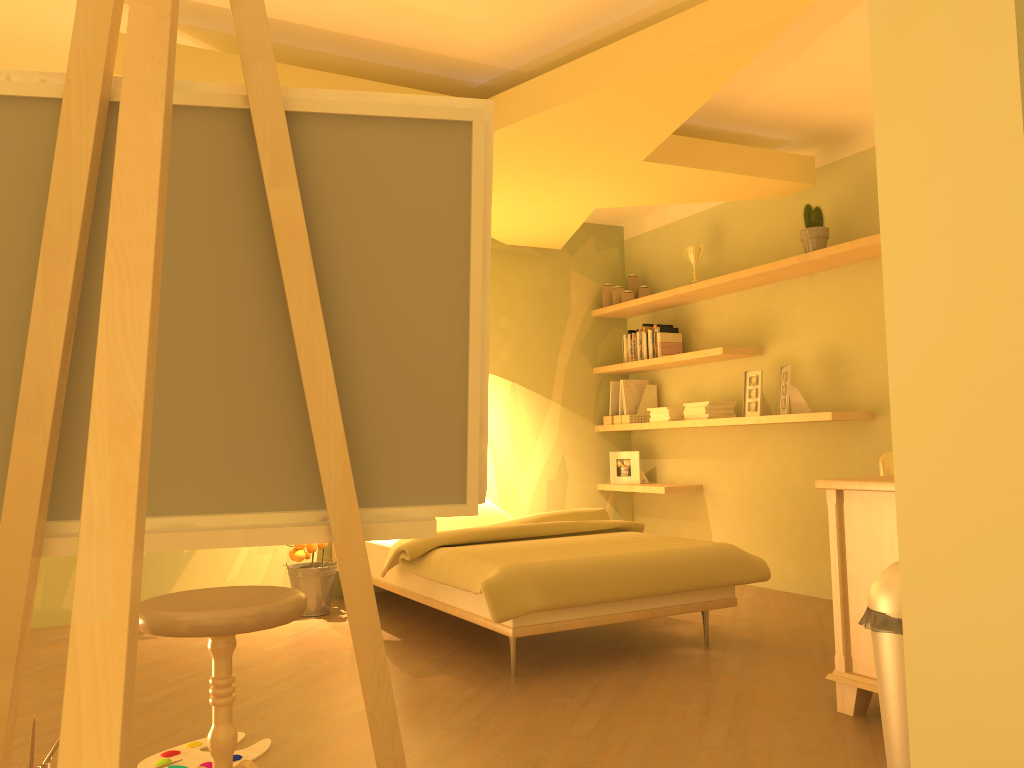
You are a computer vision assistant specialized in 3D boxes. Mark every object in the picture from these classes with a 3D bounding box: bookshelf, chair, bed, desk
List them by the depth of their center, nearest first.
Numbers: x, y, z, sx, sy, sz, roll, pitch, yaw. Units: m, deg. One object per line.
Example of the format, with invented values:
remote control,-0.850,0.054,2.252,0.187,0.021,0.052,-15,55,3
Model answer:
chair,-0.606,0.726,1.861,0.348,0.551,0.364,0,-4,-17
desk,1.745,0.644,2.828,1.396,0.720,0.684,1,-4,-28
chair,1.705,0.655,3.449,0.531,0.785,0.546,-1,-4,-8
bed,-0.068,0.714,4.369,1.286,0.894,2.378,1,-5,-28
bookshelf,1.309,0.014,5.062,0.300,1.240,2.605,1,-4,-28

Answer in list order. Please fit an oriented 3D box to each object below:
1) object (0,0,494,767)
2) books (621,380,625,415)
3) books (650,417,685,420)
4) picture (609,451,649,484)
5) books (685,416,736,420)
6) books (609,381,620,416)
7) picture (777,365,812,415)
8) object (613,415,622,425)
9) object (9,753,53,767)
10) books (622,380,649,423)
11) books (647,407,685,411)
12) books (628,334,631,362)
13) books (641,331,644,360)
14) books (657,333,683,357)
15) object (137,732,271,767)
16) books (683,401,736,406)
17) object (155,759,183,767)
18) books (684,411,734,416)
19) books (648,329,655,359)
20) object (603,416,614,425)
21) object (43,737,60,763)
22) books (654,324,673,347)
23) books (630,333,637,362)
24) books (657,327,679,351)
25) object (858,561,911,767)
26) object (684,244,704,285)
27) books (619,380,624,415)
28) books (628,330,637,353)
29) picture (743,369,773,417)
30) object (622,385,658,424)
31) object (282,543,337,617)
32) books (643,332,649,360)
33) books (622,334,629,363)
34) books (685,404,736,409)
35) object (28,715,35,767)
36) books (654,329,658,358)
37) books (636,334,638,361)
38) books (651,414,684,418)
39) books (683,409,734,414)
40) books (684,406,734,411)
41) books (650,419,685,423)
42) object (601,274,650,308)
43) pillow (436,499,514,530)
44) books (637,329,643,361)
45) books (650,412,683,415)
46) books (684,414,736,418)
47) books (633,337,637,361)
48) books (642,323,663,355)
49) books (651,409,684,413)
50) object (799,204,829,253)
object,-0.386,0.064,1.275,1.132,1.896,0.972,-5,-6,44
books,0.833,0.119,5.942,0.210,0.296,0.036,1,-4,-28
books,1.033,0.216,5.585,0.270,0.015,0.190,1,-5,-31
picture,0.786,0.566,6.010,0.247,0.219,0.131,-5,-5,39
books,1.182,0.207,5.296,0.190,0.015,0.270,0,-4,-17
books,0.756,0.132,6.094,0.214,0.297,0.048,1,-5,-33
picture,1.507,0.033,4.708,0.171,0.264,0.134,-1,-4,-1
object,0.805,0.144,6.002,0.236,0.259,0.087,1,-4,-28
object,-1.119,0.949,2.043,0.106,0.157,0.106,-4,-5,34
books,0.840,0.118,5.937,0.210,0.296,0.043,1,-4,-28
books,1.019,0.157,5.594,0.270,0.015,0.190,1,-5,-30
books,0.847,-0.232,5.933,0.157,0.198,0.022,1,-4,-28
books,0.914,-0.245,5.808,0.155,0.203,0.017,1,-4,-28
books,0.999,-0.241,5.623,0.178,0.163,0.032,1,-4,-28
object,-0.858,1.046,2.506,0.288,0.014,0.366,-4,-5,34
books,1.179,0.117,5.303,0.190,0.015,0.270,0,-4,-22
object,-1.015,1.038,2.326,0.010,0.015,0.325,-5,-5,40
books,1.174,0.177,5.293,0.190,0.015,0.270,0,-4,-16
books,0.951,-0.251,5.736,0.157,0.203,0.040,1,-4,-28
object,0.746,0.154,6.113,0.236,0.259,0.087,1,-5,-33
object,-1.089,0.887,2.067,0.172,0.278,0.010,0,-4,-16
books,0.976,-0.267,5.709,0.138,0.229,0.032,1,-4,-28
books,0.860,-0.237,5.909,0.157,0.203,0.032,1,-4,-28
books,0.993,-0.258,5.657,0.157,0.203,0.032,1,-4,-28
object,1.020,0.715,2.233,0.248,0.535,0.255,-2,-4,6
object,1.124,-0.710,5.452,0.160,0.268,0.095,-4,-5,32
books,0.814,0.122,5.982,0.214,0.297,0.048,1,-4,-28
books,0.842,-0.245,5.962,0.138,0.229,0.032,1,-4,-28
picture,1.403,0.056,4.994,0.171,0.264,0.134,1,-5,-29
object,0.850,0.137,5.917,0.236,0.259,0.087,1,-4,-28
object,-1.117,0.734,4.635,0.828,0.944,0.372,1,-5,-35
books,0.928,-0.239,5.763,0.173,0.184,0.032,1,-4,-28
books,0.818,-0.230,5.989,0.157,0.203,0.040,1,-4,-28
books,1.187,0.133,5.314,0.190,0.015,0.270,0,-4,-17
object,-1.095,0.880,2.018,0.010,0.286,0.159,1,-5,-33
books,0.981,-0.253,5.680,0.157,0.198,0.022,1,-4,-28
books,0.889,-0.235,5.865,0.146,0.193,0.032,1,-4,-28
books,1.040,0.201,5.580,0.270,0.015,0.190,0,-4,-27
books,1.173,0.162,5.300,0.190,0.015,0.270,0,-4,-17
books,1.175,0.147,5.294,0.190,0.015,0.270,-1,-4,-15
books,1.034,0.231,5.584,0.270,0.015,0.190,1,-5,-28
object,0.775,-0.638,6.063,0.234,0.229,0.349,0,-4,-27
pillow,-0.385,0.750,4.988,0.801,0.213,0.482,0,-4,-18
books,0.896,-0.250,5.830,0.166,0.217,0.038,1,-4,-28
books,1.034,0.186,5.579,0.270,0.015,0.190,1,-5,-28
books,1.181,0.192,5.298,0.190,0.015,0.270,0,-4,-20
books,0.872,-0.223,5.885,0.157,0.172,0.021,1,-4,-28
books,0.922,-0.269,5.792,0.157,0.247,0.021,1,-4,-28
books,1.040,0.171,5.585,0.270,0.015,0.190,0,-4,-26
object,1.552,-0.798,4.554,0.145,0.294,0.145,-5,-5,43
